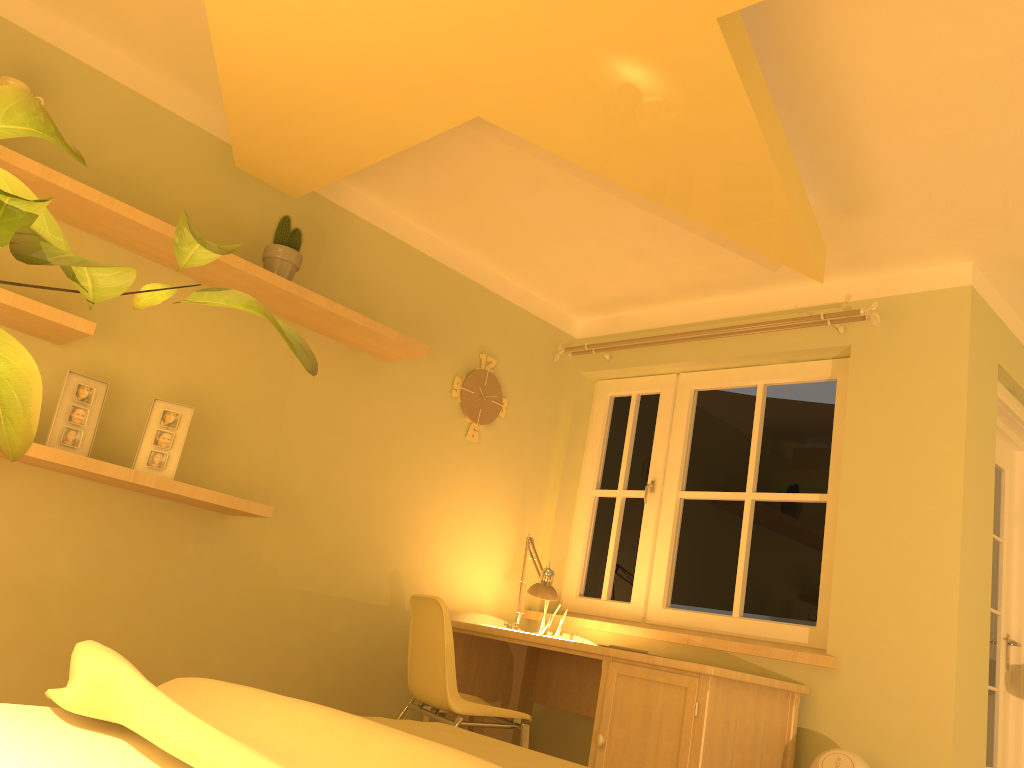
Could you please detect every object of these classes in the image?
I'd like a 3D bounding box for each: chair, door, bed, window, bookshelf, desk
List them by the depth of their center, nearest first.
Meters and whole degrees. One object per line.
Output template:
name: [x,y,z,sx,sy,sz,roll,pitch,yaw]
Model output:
bed: [-0.540,0.559,1.439,1.286,0.894,2.378,-6,-23,44]
bookshelf: [-1.445,0.023,2.765,0.300,1.240,2.605,-6,-23,45]
chair: [-0.238,1.216,3.302,0.546,0.785,0.531,17,-17,-22]
desk: [0.324,1.412,3.487,1.396,0.720,0.684,-6,-23,45]
door: [1.984,1.124,3.741,0.098,2.033,0.884,-6,-23,45]
window: [0.871,0.532,4.136,1.486,1.263,0.142,-6,-23,45]

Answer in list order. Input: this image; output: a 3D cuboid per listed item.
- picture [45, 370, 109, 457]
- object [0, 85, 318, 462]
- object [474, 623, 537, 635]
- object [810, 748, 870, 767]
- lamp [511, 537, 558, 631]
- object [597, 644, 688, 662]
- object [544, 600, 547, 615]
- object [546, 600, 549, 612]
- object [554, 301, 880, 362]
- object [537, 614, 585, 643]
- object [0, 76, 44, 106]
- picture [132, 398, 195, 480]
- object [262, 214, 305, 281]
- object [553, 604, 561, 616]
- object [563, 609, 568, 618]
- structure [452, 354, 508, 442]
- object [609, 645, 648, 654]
picture: [-1.422,0.105,2.855,0.171,0.264,0.134,-5,-22,44]
object: [-0.459,0.246,0.407,0.828,0.944,0.372,-2,-20,38]
object: [-0.021,1.081,3.900,0.300,0.009,0.040,14,-16,-13]
object: [1.082,1.493,2.937,0.255,0.535,0.248,13,-16,-8]
lamp: [0.081,0.906,4.047,0.140,0.455,0.484,16,-17,-17]
object: [0.506,1.045,3.433,0.300,0.010,0.210,16,-17,-17]
object: [0.152,1.092,4.149,0.009,0.162,0.053,4,-17,22]
object: [0.151,1.096,4.165,0.009,0.165,0.034,-2,-20,37]
object: [0.885,-0.190,4.109,1.708,0.113,0.190,-6,-23,45]
object: [0.219,1.127,4.076,0.240,0.105,0.070,-2,-20,37]
object: [-1.575,-0.809,2.734,0.095,0.268,0.160,6,-17,16]
picture: [-1.187,0.199,3.024,0.134,0.264,0.171,16,-17,-16]
object: [-0.863,-0.505,3.364,0.145,0.294,0.145,2,-18,27]
object: [0.183,1.103,4.149,0.073,0.155,0.008,8,-16,11]
object: [0.227,1.109,4.112,0.043,0.138,0.010,5,-17,20]
structure: [-0.145,0.067,4.269,0.027,0.432,0.360,-6,-23,45]
object: [0.447,1.017,3.404,0.166,0.009,0.008,-1,-20,36]
